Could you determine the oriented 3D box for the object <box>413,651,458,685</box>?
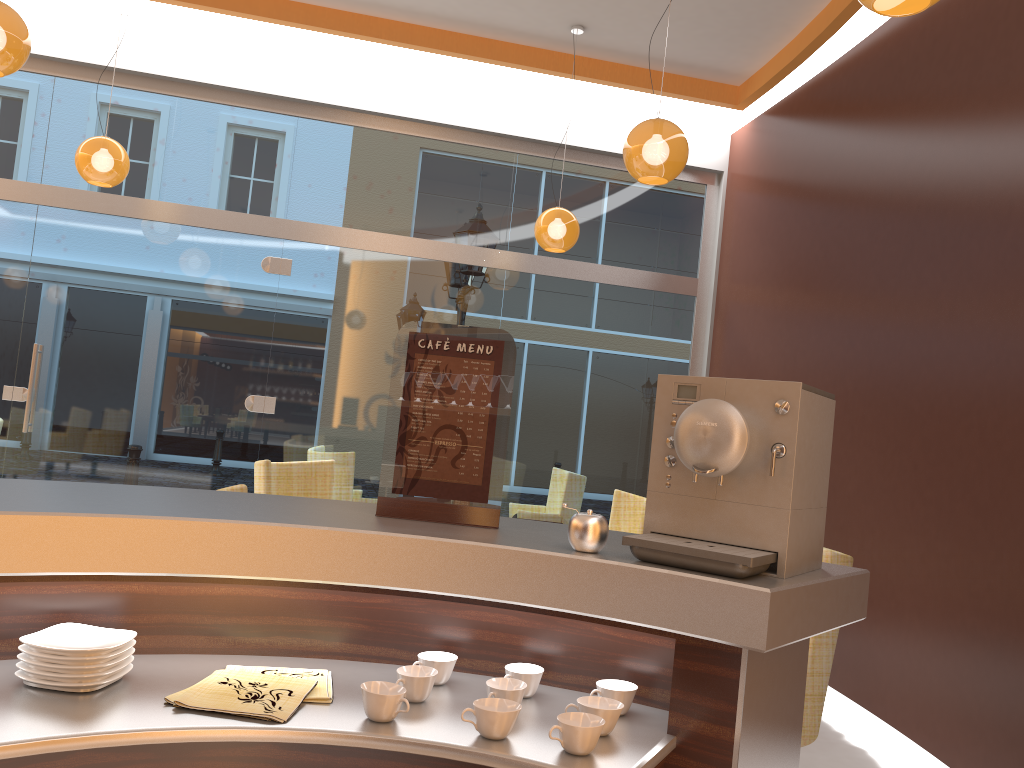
[{"bbox_3d":[-0.143,0.535,1.659,0.073,0.050,0.086,5,-3,10],"label":"object"}]

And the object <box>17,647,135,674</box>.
[{"bbox_3d":[-0.720,0.453,1.469,0.153,0.020,0.153,6,-3,6],"label":"object"}]

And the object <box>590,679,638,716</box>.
[{"bbox_3d":[0.185,0.566,1.590,0.073,0.050,0.086,5,-3,21],"label":"object"}]

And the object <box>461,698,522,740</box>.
[{"bbox_3d":[-0.028,0.534,1.406,0.073,0.050,0.086,4,-3,34],"label":"object"}]

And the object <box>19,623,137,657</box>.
[{"bbox_3d":[-0.717,0.426,1.470,0.153,0.020,0.153,6,-3,6],"label":"object"}]

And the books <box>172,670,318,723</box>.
[{"bbox_3d":[-0.435,0.512,1.465,0.185,0.016,0.188,6,-3,4],"label":"books"}]

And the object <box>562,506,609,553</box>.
[{"bbox_3d":[0.139,0.267,1.617,0.075,0.077,0.075,9,-4,-43],"label":"object"}]

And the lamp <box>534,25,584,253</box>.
[{"bbox_3d":[0.358,-1.620,5.852,0.299,1.500,0.299,9,-4,-44],"label":"lamp"}]

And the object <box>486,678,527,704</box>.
[{"bbox_3d":[-0.011,0.542,1.525,0.073,0.050,0.086,6,-3,-6],"label":"object"}]

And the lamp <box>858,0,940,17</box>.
[{"bbox_3d":[1.082,-1.725,2.327,0.299,1.500,0.299,8,-3,-33],"label":"lamp"}]

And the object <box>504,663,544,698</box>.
[{"bbox_3d":[0.020,0.551,1.637,0.073,0.050,0.086,6,-3,4],"label":"object"}]

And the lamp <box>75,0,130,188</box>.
[{"bbox_3d":[-2.369,-1.930,5.301,0.299,1.500,0.299,8,-4,-37],"label":"lamp"}]

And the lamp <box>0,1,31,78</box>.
[{"bbox_3d":[-2.007,-1.983,3.539,0.299,1.500,0.299,6,-3,-1],"label":"lamp"}]

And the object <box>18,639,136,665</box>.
[{"bbox_3d":[-0.718,0.440,1.469,0.153,0.020,0.153,6,-3,6],"label":"object"}]

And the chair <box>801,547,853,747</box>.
[{"bbox_3d":[0.830,1.055,3.243,0.685,1.017,0.729,6,-3,-4],"label":"chair"}]

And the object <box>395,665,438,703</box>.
[{"bbox_3d":[-0.168,0.527,1.547,0.073,0.050,0.086,6,-3,-5],"label":"object"}]

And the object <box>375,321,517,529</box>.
[{"bbox_3d":[-0.135,0.081,1.859,0.258,0.414,0.052,6,-3,2],"label":"object"}]

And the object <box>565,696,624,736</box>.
[{"bbox_3d":[0.141,0.555,1.473,0.086,0.050,0.073,9,-4,-44],"label":"object"}]

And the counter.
[{"bbox_3d":[-0.788,0.731,0.989,1.586,1.100,2.917,4,-3,34],"label":"counter"}]

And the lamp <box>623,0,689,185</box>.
[{"bbox_3d":[0.720,-1.672,4.090,0.299,1.500,0.299,8,-3,-33],"label":"lamp"}]

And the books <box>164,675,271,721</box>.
[{"bbox_3d":[-0.449,0.514,1.475,0.187,0.011,0.189,5,-3,8],"label":"books"}]

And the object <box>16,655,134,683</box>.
[{"bbox_3d":[-0.721,0.467,1.468,0.153,0.020,0.153,6,-3,6],"label":"object"}]

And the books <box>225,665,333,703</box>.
[{"bbox_3d":[-0.411,0.523,1.555,0.193,0.009,0.189,7,-3,-12],"label":"books"}]

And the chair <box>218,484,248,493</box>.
[{"bbox_3d":[-0.717,0.876,2.874,0.685,1.017,0.729,8,-3,-33],"label":"chair"}]

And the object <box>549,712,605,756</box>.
[{"bbox_3d":[0.103,0.546,1.375,0.073,0.050,0.086,5,-3,21],"label":"object"}]

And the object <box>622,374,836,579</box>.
[{"bbox_3d":[0.406,0.164,1.654,0.270,0.340,0.373,4,-3,34],"label":"object"}]

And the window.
[{"bbox_3d":[-2.520,-0.390,6.192,8.200,3.380,0.040,6,-3,-11],"label":"window"}]

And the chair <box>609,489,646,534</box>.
[{"bbox_3d":[0.483,1.103,4.877,0.685,1.017,0.729,6,-3,-8],"label":"chair"}]

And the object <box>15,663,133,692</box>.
[{"bbox_3d":[-0.723,0.481,1.467,0.153,0.020,0.153,6,-3,6],"label":"object"}]

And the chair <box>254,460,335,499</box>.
[{"bbox_3d":[-1.108,0.939,4.894,0.685,1.017,0.729,5,-3,21],"label":"chair"}]

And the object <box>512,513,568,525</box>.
[{"bbox_3d":[0.084,0.633,3.150,0.209,0.335,0.042,6,-3,2],"label":"object"}]

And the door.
[{"bbox_3d":[-2.571,0.106,6.167,1.640,2.499,0.020,6,-3,-11],"label":"door"}]

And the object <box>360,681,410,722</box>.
[{"bbox_3d":[-0.206,0.517,1.436,0.086,0.050,0.073,6,-3,0],"label":"object"}]
